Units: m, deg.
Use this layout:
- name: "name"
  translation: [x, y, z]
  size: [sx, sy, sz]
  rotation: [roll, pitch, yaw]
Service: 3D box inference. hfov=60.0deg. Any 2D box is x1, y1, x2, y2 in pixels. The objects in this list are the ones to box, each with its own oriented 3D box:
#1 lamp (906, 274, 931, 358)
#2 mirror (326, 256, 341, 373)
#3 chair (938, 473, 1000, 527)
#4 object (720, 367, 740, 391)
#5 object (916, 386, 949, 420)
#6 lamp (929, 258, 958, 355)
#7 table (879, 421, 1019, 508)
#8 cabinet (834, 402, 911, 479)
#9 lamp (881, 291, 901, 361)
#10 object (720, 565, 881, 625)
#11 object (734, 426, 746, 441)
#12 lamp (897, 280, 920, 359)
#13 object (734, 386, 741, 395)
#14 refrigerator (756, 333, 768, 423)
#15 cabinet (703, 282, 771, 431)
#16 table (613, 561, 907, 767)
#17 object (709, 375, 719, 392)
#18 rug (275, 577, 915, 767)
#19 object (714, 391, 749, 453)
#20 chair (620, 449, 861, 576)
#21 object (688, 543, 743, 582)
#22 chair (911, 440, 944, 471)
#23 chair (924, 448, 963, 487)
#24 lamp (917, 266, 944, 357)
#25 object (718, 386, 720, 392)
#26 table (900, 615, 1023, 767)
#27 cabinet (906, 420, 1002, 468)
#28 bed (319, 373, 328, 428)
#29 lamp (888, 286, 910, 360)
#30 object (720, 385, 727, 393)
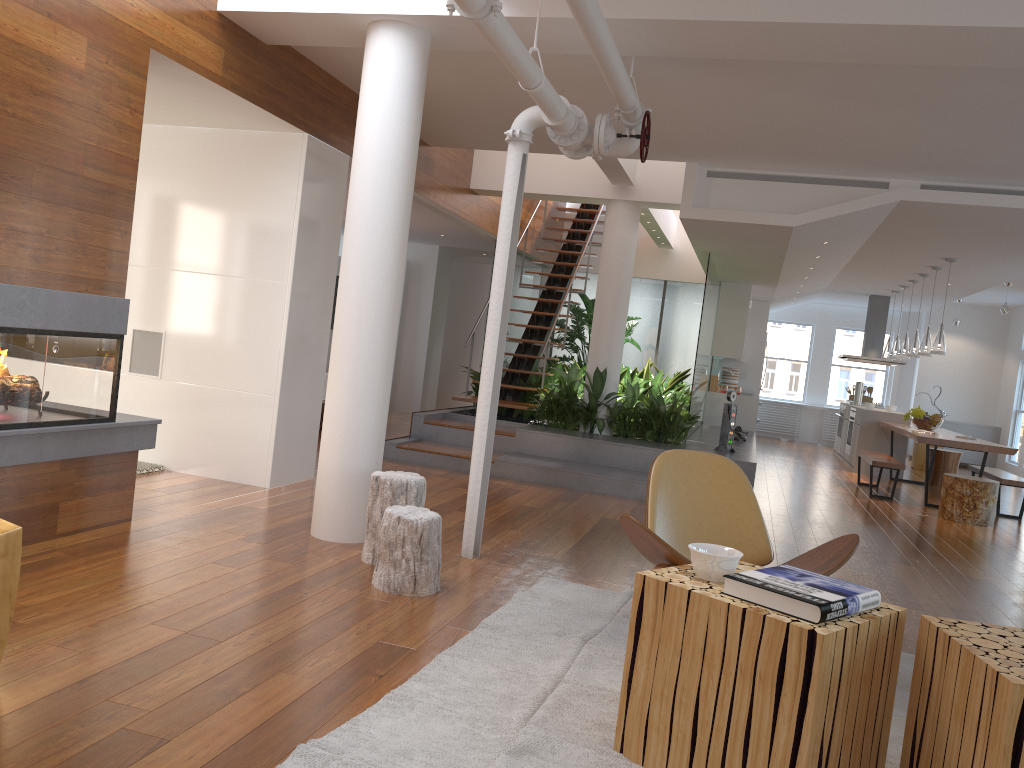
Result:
- name: "lamp"
  translation: [4.842, -0.844, 10.536]
  size: [0.160, 1.060, 0.160]
  rotation: [9, 3, 42]
- name: "mirror"
  translation: [-2.209, -0.738, 12.406]
  size: [1.267, 2.044, 0.049]
  rotation: [8, 3, 15]
- name: "chair"
  translation: [4.194, 1.060, 8.151]
  size: [0.460, 0.400, 0.460]
  rotation: [8, 3, 25]
- name: "object"
  translation: [3.294, -0.065, 13.440]
  size: [0.267, 0.356, 0.266]
  rotation: [9, 3, 41]
- name: "object"
  translation: [7.117, 0.302, 14.963]
  size: [0.590, 0.563, 0.210]
  rotation: [6, 3, -14]
- name: "lamp"
  translation: [4.464, -0.830, 9.140]
  size: [0.160, 1.060, 0.160]
  rotation: [9, 3, 42]
- name: "table"
  translation: [5.087, 0.878, 11.371]
  size: [0.893, 0.704, 5.996]
  rotation: [8, 3, 15]
- name: "cabinet"
  translation: [5.139, 0.759, 12.802]
  size: [0.597, 0.832, 2.936]
  rotation: [8, 3, 15]
- name: "lamp"
  translation: [5.409, -0.865, 12.629]
  size: [0.160, 1.060, 0.160]
  rotation: [9, 3, 42]
- name: "object"
  translation: [0.764, 0.550, 2.337]
  size: [0.334, 0.048, 0.279]
  rotation: [5, 3, -44]
- name: "object"
  translation: [2.473, 0.535, 9.740]
  size: [0.216, 0.155, 0.181]
  rotation: [6, 3, -20]
- name: "lamp"
  translation: [5.031, -0.851, 11.234]
  size: [0.160, 1.060, 0.160]
  rotation: [9, 3, 42]
- name: "object"
  translation: [3.012, 0.090, 11.842]
  size: [0.094, 0.106, 0.094]
  rotation: [8, 3, 21]
- name: "refrigerator"
  translation: [3.760, 0.020, 14.550]
  size: [0.725, 1.772, 0.908]
  rotation: [8, 3, 15]
- name: "cabinet"
  translation: [3.539, -0.194, 13.838]
  size: [0.676, 2.280, 4.565]
  rotation: [8, 3, 15]
- name: "table"
  translation: [0.673, 0.828, 2.431]
  size: [0.489, 0.534, 0.548]
  rotation: [4, 3, -45]
- name: "object"
  translation: [2.792, -0.008, 12.230]
  size: [0.104, 0.222, 0.200]
  rotation: [8, 3, 15]
- name: "rug"
  translation: [1.226, 1.135, 2.106]
  size: [3.525, 0.057, 3.478]
  rotation: [8, 3, 19]
- name: "object"
  translation: [2.033, 0.350, 8.079]
  size: [0.134, 0.565, 0.318]
  rotation: [5, 3, -39]
- name: "chair"
  translation: [0.886, 0.699, 3.465]
  size: [0.856, 0.752, 0.867]
  rotation: [8, 3, 20]
- name: "object"
  translation: [0.564, 0.503, 2.478]
  size: [0.152, 0.082, 0.152]
  rotation: [6, 3, -24]
- name: "chair"
  translation: [6.193, 1.069, 13.235]
  size: [0.344, 0.430, 0.549]
  rotation: [8, 3, 19]
- name: "chair"
  translation: [5.417, 1.058, 11.151]
  size: [0.396, 0.455, 0.402]
  rotation: [7, 2, 5]
- name: "lamp"
  translation: [4.653, -0.837, 9.838]
  size: [0.160, 1.060, 0.160]
  rotation: [9, 3, 42]
- name: "object"
  translation: [2.867, 0.017, 12.467]
  size: [0.100, 0.170, 0.173]
  rotation: [8, 3, 17]
- name: "table"
  translation: [1.309, 0.919, 2.106]
  size: [0.548, 0.534, 0.489]
  rotation: [7, 2, 3]
- name: "cabinet"
  translation: [7.419, 0.990, 14.934]
  size: [1.309, 0.725, 0.420]
  rotation: [8, 3, 15]
- name: "bed"
  translation: [-2.982, 0.035, 9.605]
  size: [2.314, 0.595, 2.207]
  rotation: [8, 3, 15]
- name: "lamp"
  translation: [5.220, -0.858, 11.931]
  size: [0.160, 1.060, 0.160]
  rotation: [9, 3, 42]
- name: "object"
  translation: [2.850, 0.066, 11.934]
  size: [0.094, 0.106, 0.094]
  rotation: [8, 3, 21]
